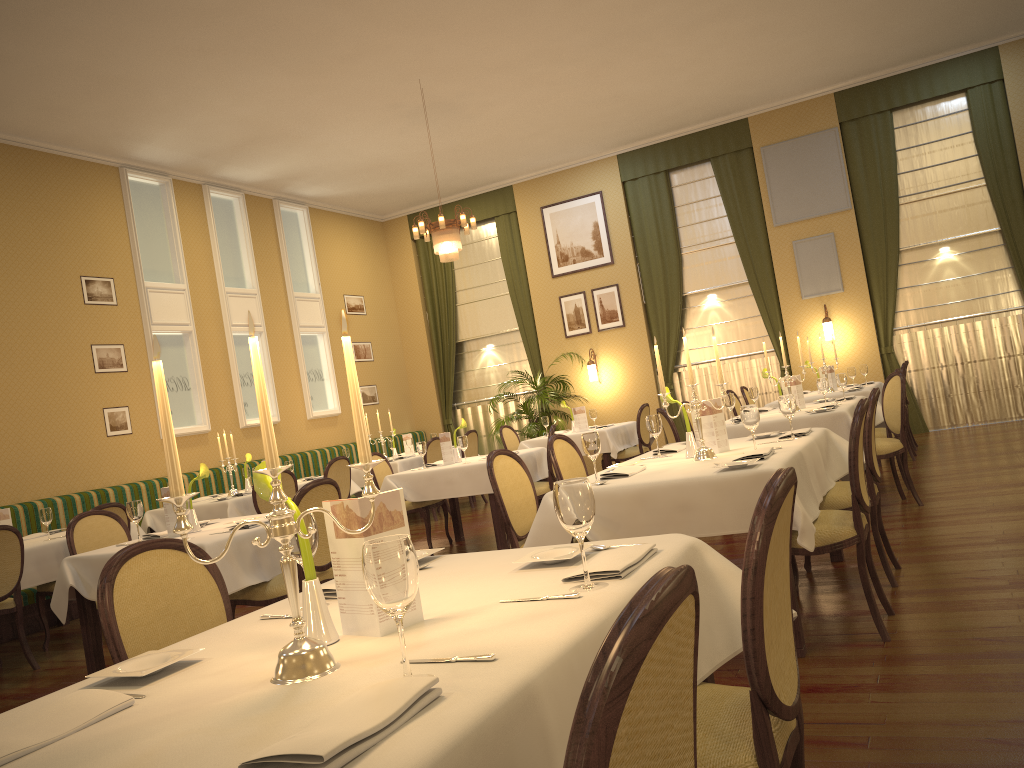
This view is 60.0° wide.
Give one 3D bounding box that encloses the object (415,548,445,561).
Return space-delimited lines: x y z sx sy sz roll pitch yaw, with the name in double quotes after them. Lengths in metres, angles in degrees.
-0.300 0.512 2.583 0.160 0.024 0.160 -10 -2 26 "object"

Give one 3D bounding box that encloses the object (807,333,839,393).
3.309 -0.229 9.400 0.390 0.655 0.131 -9 -1 -9 "object"

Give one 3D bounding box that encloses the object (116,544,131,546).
-2.084 0.871 4.818 0.185 0.010 0.017 -10 -2 27 "object"

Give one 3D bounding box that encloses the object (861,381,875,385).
3.954 -0.006 9.876 0.142 0.024 0.273 -10 -2 26 "object"

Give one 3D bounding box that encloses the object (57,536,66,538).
-3.287 1.111 6.439 0.185 0.010 0.017 -10 -2 26 "object"

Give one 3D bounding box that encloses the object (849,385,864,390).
3.500 0.044 9.042 0.142 0.033 0.273 -10 -2 26 "object"

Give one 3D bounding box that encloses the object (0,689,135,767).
-0.772 0.558 1.437 0.142 0.033 0.273 -10 -2 26 "object"

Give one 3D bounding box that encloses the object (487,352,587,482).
0.429 0.514 12.483 1.496 1.807 1.552 -10 -1 6 "object"

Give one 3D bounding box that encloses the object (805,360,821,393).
3.286 -0.082 9.627 0.076 0.375 0.163 -8 -2 -43 "object"

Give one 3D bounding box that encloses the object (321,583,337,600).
-0.389 0.517 2.327 0.142 0.033 0.273 -10 -2 26 "object"

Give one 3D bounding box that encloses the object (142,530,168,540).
-1.959 0.847 5.078 0.142 0.033 0.273 -10 -2 26 "object"

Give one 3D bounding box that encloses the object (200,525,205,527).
-1.872 0.844 5.221 0.181 0.015 0.038 -10 -2 27 "object"

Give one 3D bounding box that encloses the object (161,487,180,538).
-1.874 0.704 4.893 0.081 0.277 0.166 -9 -2 -18 "object"

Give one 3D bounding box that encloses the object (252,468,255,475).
-2.397 0.902 8.370 0.088 0.229 0.088 -9 -2 -16 "object"

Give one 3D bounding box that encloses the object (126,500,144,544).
-2.073 0.760 4.900 0.088 0.229 0.088 -9 -2 -16 "object"

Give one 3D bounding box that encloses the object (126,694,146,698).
-0.731 0.565 1.613 0.185 0.010 0.017 -10 -2 27 "object"

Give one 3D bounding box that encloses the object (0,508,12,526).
-3.659 1.036 6.312 0.166 0.277 0.081 -9 -1 -3 "object"

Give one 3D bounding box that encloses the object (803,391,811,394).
3.336 0.100 10.161 0.142 0.033 0.273 -10 -2 26 "object"

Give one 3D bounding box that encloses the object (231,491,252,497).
-2.442 1.007 8.186 0.142 0.033 0.273 -10 -2 26 "object"

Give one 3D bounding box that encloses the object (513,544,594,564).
0.107 0.435 2.219 0.160 0.024 0.160 -10 -2 26 "object"

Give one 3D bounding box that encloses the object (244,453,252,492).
-2.597 0.870 8.717 0.076 0.375 0.163 -8 -2 -43 "object"

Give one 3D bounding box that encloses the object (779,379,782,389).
2.796 0.060 9.101 0.088 0.229 0.088 -9 -2 -17 "object"

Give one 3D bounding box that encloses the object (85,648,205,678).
-0.718 0.560 1.746 0.160 0.024 0.160 -10 -2 26 "object"

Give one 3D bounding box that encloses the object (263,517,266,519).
-1.318 0.745 4.962 0.181 0.015 0.038 -10 -2 27 "object"

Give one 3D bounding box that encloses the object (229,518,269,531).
-1.365 0.744 4.743 0.142 0.024 0.273 -10 -2 26 "object"

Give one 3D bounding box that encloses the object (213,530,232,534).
-1.504 0.769 4.600 0.185 0.010 0.017 -10 -2 26 "object"

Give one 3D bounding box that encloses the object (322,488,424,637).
-0.282 0.361 1.773 0.166 0.277 0.081 -9 -1 -3 "object"

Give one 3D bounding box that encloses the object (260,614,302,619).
-0.514 0.540 2.068 0.185 0.010 0.017 -10 -2 27 "object"

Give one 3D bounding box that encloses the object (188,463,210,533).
-1.759 0.635 4.956 0.163 0.375 0.076 -9 -1 2 "object"

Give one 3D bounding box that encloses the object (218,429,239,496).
-2.727 0.749 8.534 0.390 0.655 0.131 -11 -2 40 "object"

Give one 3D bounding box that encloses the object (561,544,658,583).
0.229 0.412 2.042 0.142 0.024 0.273 -10 -2 26 "object"

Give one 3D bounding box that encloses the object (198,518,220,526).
-1.870 0.842 5.334 0.160 0.024 0.160 -10 -2 26 "object"

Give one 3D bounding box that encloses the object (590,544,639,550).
0.275 0.412 2.262 0.181 0.015 0.038 -10 -2 27 "object"

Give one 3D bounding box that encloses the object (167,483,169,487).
-3.146 1.023 8.245 0.088 0.229 0.088 -9 -2 -17 "object"

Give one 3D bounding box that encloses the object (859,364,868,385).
3.825 -0.098 9.614 0.088 0.229 0.088 -9 -2 -16 "object"

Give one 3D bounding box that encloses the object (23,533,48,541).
-3.766 1.192 6.866 0.142 0.033 0.273 -10 -2 26 "object"

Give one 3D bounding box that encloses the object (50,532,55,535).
-3.680 1.189 7.010 0.181 0.015 0.038 -10 -2 27 "object"

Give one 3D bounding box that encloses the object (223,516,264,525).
-1.487 0.768 4.919 0.160 0.024 0.160 -10 -2 26 "object"

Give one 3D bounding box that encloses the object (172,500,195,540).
-1.700 0.690 4.588 0.088 0.229 0.088 -9 -2 -16 "object"

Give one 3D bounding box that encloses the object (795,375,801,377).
3.221 0.012 9.983 0.088 0.229 0.088 -9 -2 -17 "object"

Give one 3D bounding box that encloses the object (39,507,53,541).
-3.338 1.007 6.369 0.088 0.229 0.088 -9 -2 -16 "object"

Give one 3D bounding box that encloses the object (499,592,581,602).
0.054 0.440 1.825 0.185 0.010 0.017 -10 -2 26 "object"

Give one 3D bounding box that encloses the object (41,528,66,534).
-3.677 1.187 7.122 0.160 0.024 0.160 -10 -2 26 "object"

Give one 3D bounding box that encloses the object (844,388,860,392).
3.359 0.063 8.756 0.160 0.024 0.160 -10 -2 26 "object"

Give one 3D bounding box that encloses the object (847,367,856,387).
3.545 -0.061 9.226 0.088 0.229 0.088 -9 -2 -17 "object"

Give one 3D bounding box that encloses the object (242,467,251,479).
-2.721 0.975 9.128 0.088 0.229 0.088 -9 -2 -22 "object"

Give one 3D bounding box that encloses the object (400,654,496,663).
-0.110 0.458 1.479 0.185 0.010 0.017 -10 -2 26 "object"

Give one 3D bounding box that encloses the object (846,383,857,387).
3.831 0.017 10.052 0.160 0.024 0.160 -10 -2 26 "object"

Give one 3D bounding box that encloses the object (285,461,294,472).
-2.201 0.880 8.804 0.088 0.229 0.088 -9 -2 -16 "object"

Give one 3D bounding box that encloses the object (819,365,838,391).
3.442 -0.057 9.607 0.166 0.277 0.081 -9 -1 -3 "object"
